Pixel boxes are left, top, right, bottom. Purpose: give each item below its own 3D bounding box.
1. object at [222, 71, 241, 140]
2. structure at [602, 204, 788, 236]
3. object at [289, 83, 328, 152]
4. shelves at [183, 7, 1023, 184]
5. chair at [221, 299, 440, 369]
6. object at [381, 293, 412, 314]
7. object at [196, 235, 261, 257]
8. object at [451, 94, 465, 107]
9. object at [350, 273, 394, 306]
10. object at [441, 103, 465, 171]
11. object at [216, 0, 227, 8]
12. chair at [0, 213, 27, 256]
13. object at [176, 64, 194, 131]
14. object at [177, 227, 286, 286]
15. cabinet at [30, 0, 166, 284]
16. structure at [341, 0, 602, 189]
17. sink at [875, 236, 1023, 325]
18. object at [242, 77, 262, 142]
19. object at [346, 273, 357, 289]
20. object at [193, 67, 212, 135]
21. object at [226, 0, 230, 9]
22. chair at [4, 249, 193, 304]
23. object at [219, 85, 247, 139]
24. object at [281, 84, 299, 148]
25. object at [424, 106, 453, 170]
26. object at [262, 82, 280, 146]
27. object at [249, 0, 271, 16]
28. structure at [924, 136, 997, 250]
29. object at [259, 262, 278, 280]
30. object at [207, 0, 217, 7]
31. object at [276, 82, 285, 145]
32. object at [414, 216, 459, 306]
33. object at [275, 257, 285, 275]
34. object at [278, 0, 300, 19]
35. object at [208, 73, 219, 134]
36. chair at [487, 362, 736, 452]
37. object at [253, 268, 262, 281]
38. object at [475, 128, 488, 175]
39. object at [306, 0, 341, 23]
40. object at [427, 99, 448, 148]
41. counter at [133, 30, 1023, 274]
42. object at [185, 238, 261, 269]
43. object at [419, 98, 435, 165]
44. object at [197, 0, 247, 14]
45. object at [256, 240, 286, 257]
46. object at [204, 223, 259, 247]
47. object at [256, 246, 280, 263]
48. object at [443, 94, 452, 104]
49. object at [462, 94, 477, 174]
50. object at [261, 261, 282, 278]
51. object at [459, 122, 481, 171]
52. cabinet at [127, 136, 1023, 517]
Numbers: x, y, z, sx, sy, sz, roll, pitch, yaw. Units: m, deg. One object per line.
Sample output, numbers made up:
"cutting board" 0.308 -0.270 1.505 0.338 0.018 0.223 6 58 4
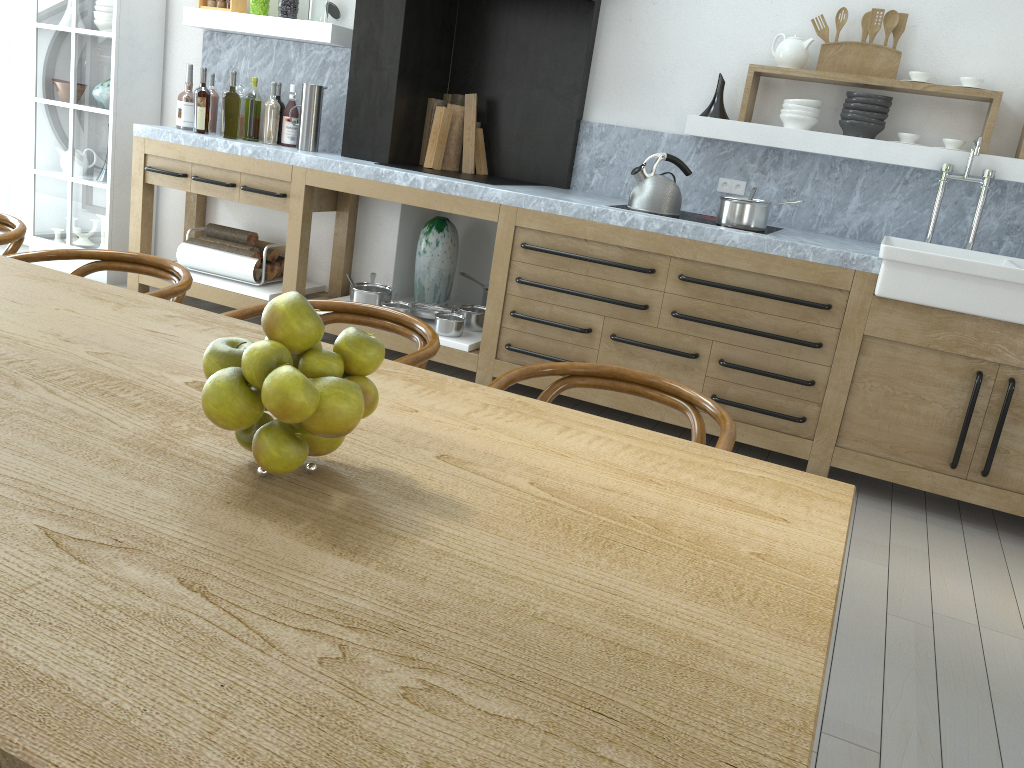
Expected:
"object" -1.490 -1.478 4.711 0.092 0.356 0.093 2 16 -24
"structure" 0.856 -0.747 4.090 0.739 0.041 0.650 15 17 21
"object" -1.076 -1.406 4.681 0.165 0.337 0.115 15 16 24
"shelves" 0.897 -1.880 4.179 5.559 1.352 0.482 13 15 16
"chair" -0.509 0.203 2.176 0.529 0.729 0.624 15 16 24
"object" -0.570 -0.375 4.494 0.154 0.112 0.262 12 16 10
"object" -1.576 -0.752 4.925 0.363 0.086 0.102 14 16 19
"object" -0.320 -1.373 4.932 0.089 0.455 0.111 14 15 21
"object" -0.713 -0.466 4.662 0.223 0.163 0.381 12 16 10
"object" -0.329 -1.326 4.806 0.072 0.364 0.130 20 19 38
"object" -1.606 -2.108 4.913 0.058 0.075 0.059 -6 21 -43
"chair" -1.823 -0.146 2.696 0.528 0.729 0.624 14 16 21
"object" -1.797 -1.589 4.918 0.086 0.357 0.089 -6 21 -45
"object" -1.522 -0.717 4.960 0.528 0.230 0.431 14 16 18
"cabinet" -2.472 -1.645 5.276 0.643 1.976 0.362 14 15 21
"structure" -0.176 -2.018 4.485 1.078 1.871 0.784 14 16 21
"sink" 1.994 -0.385 3.539 1.023 0.200 0.731 15 17 21
"object" -1.401 -1.483 4.791 0.092 0.337 0.092 20 19 38
"object" -0.780 -0.479 4.570 0.191 0.151 0.052 15 16 21
"object" -1.670 -1.521 4.780 0.093 0.356 0.093 -1 17 -33
"object" -1.545 -2.092 4.888 0.058 0.075 0.059 -6 21 -43
"chair" -1.191 0.040 2.382 0.528 0.729 0.624 14 16 18
"object" -1.518 -1.511 4.914 0.184 0.284 0.185 -5 20 -43
"object" -1.196 -1.448 4.794 0.081 0.327 0.082 -4 19 -40
"object" -0.392 -1.302 4.705 0.081 0.333 0.149 12 15 11
"object" -1.280 -1.439 4.723 0.085 0.328 0.086 17 17 29
"object" -1.368 -2.090 4.789 0.163 0.198 0.128 13 15 16
"structure" 1.963 -0.777 3.792 0.214 0.526 0.335 9 15 2
"object" -1.543 -0.671 4.966 0.480 0.083 0.094 14 16 19
"object" -1.667 -2.124 4.937 0.058 0.075 0.059 -6 21 -43
"object" -1.286 -1.478 4.845 0.085 0.328 0.086 17 17 29
"object" -0.420 -0.676 4.914 0.231 0.495 0.232 1 16 -26
"object" -1.492 -0.717 5.125 0.438 0.091 0.092 14 16 19
"object" -1.188 -2.035 4.721 0.120 0.181 0.120 19 18 35
"object" -1.692 -1.574 4.976 0.085 0.328 0.086 17 17 29
"chair" 0.142 0.379 1.908 0.528 0.729 0.624 13 16 17
"object" -1.575 -0.646 4.900 0.423 0.067 0.067 14 16 19
"object" -0.179 -1.274 4.869 0.114 0.250 0.057 15 16 24
"object" -0.992 -1.981 4.647 0.208 0.176 0.104 -7 21 -44
"object" -0.411 -1.347 4.789 0.068 0.364 0.131 19 18 34
"counter" 1.152 -0.950 3.995 6.591 0.615 0.966 15 17 21
"object" -1.583 -0.716 4.849 0.438 0.093 0.093 14 16 19
"object" -0.456 -1.369 4.821 0.057 0.356 0.075 19 18 35
"object" -1.602 -2.130 4.905 0.238 0.145 0.121 15 16 21
"object" -1.480 -0.794 5.075 0.423 0.072 0.072 14 16 19
"object" -1.577 -0.827 4.975 0.292 0.101 0.104 14 16 18
"object" -1.530 -0.759 5.017 0.436 0.079 0.115 14 16 19
"object" -0.381 -1.404 4.962 0.068 0.422 0.088 19 18 35
"object" -0.217 -1.347 4.784 0.078 0.424 0.149 -1 17 -32
"object" -1.529 -0.693 5.049 0.456 0.089 0.091 14 16 19
"object" -0.243 -1.306 4.913 0.105 0.294 0.111 8 15 -3
"cabinet" 0.957 -0.184 4.204 6.444 1.015 1.008 15 16 21
